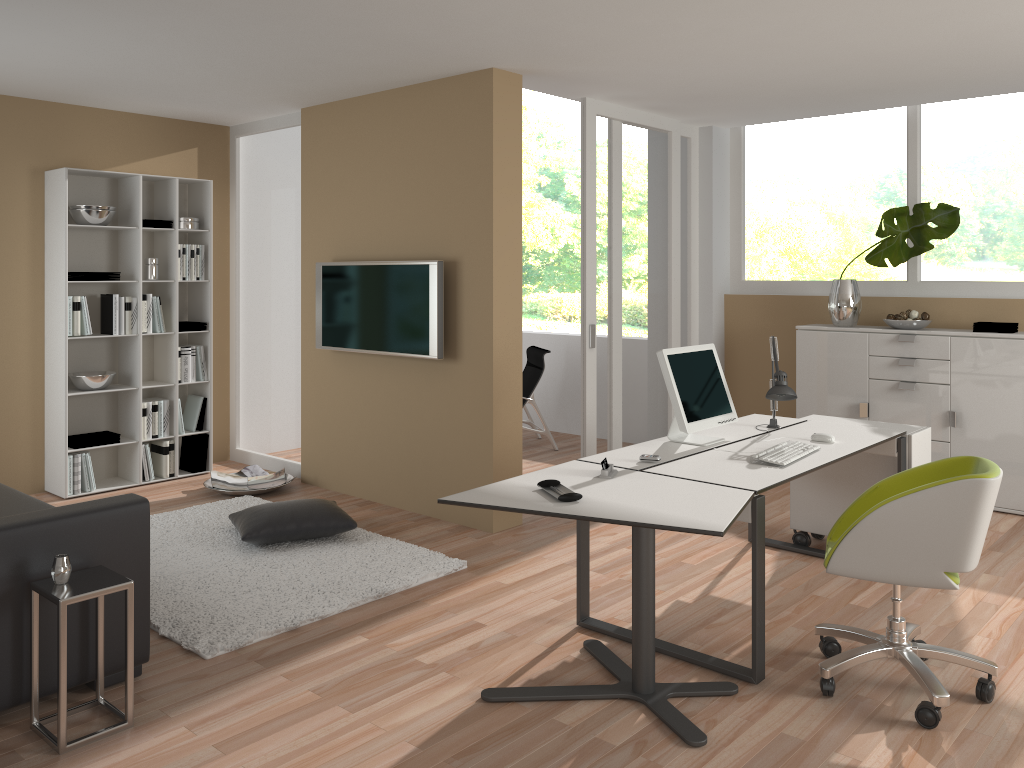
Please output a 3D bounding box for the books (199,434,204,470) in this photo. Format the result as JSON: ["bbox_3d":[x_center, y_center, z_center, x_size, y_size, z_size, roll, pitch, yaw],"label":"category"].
[{"bbox_3d":[-2.337,0.500,6.475,0.211,0.268,0.032,2,2,42],"label":"books"}]

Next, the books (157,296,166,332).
[{"bbox_3d":[-2.547,-0.500,6.284,0.208,0.257,0.058,3,2,42],"label":"books"}]

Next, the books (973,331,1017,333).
[{"bbox_3d":[3.059,-0.331,5.571,0.223,0.007,0.158,6,9,41],"label":"books"}]

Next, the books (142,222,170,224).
[{"bbox_3d":[-2.594,-1.137,6.256,0.298,0.006,0.211,5,9,38],"label":"books"}]

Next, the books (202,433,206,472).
[{"bbox_3d":[-2.321,0.496,6.490,0.217,0.272,0.032,2,2,42],"label":"books"}]

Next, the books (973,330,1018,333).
[{"bbox_3d":[3.060,-0.336,5.571,0.223,0.006,0.158,6,9,41],"label":"books"}]

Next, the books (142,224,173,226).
[{"bbox_3d":[-2.592,-1.126,6.257,0.298,0.006,0.211,5,9,36],"label":"books"}]

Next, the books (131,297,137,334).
[{"bbox_3d":[-2.670,-0.477,6.118,0.208,0.251,0.040,3,2,42],"label":"books"}]

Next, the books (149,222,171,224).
[{"bbox_3d":[-2.591,-1.143,6.260,0.298,0.008,0.211,5,9,36],"label":"books"}]

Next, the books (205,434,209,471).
[{"bbox_3d":[-2.308,0.495,6.508,0.211,0.268,0.032,2,2,42],"label":"books"}]

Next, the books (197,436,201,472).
[{"bbox_3d":[-2.352,0.502,6.458,0.211,0.268,0.032,2,2,42],"label":"books"}]

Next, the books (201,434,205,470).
[{"bbox_3d":[-2.332,0.496,6.485,0.214,0.270,0.032,2,2,42],"label":"books"}]

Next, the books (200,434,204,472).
[{"bbox_3d":[-2.332,0.499,6.478,0.212,0.269,0.032,2,2,42],"label":"books"}]

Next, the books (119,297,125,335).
[{"bbox_3d":[-2.724,-0.472,6.055,0.208,0.258,0.040,2,2,42],"label":"books"}]

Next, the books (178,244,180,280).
[{"bbox_3d":[-2.450,-0.876,6.345,0.208,0.258,0.020,2,2,42],"label":"books"}]

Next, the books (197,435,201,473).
[{"bbox_3d":[-2.348,0.501,6.462,0.211,0.268,0.032,2,2,42],"label":"books"}]

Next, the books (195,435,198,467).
[{"bbox_3d":[-2.365,0.501,6.448,0.214,0.270,0.032,2,2,42],"label":"books"}]

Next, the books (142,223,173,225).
[{"bbox_3d":[-2.592,-1.131,6.257,0.298,0.006,0.211,5,9,36],"label":"books"}]

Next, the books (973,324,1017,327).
[{"bbox_3d":[3.062,-0.375,5.572,0.223,0.008,0.158,6,9,41],"label":"books"}]

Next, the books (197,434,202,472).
[{"bbox_3d":[-2.345,0.498,6.466,0.219,0.274,0.032,2,2,42],"label":"books"}]

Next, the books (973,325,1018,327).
[{"bbox_3d":[3.062,-0.370,5.572,0.223,0.008,0.158,6,9,41],"label":"books"}]

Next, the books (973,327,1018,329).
[{"bbox_3d":[3.061,-0.358,5.570,0.223,0.006,0.158,6,9,41],"label":"books"}]

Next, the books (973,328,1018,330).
[{"bbox_3d":[3.061,-0.353,5.570,0.223,0.006,0.158,6,9,41],"label":"books"}]

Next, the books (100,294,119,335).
[{"bbox_3d":[-2.752,-0.477,6.024,0.208,0.275,0.040,2,2,42],"label":"books"}]

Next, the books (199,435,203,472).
[{"bbox_3d":[-2.341,0.500,6.471,0.211,0.268,0.032,2,2,42],"label":"books"}]

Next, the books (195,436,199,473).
[{"bbox_3d":[-2.362,0.501,6.452,0.214,0.270,0.032,2,2,42],"label":"books"}]

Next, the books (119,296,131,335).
[{"bbox_3d":[-2.692,-0.476,6.082,0.208,0.258,0.040,2,2,42],"label":"books"}]

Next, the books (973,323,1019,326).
[{"bbox_3d":[3.061,-0.380,5.568,0.223,0.007,0.158,6,9,41],"label":"books"}]

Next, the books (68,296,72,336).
[{"bbox_3d":[-2.952,-0.450,5.795,0.208,0.258,0.040,3,2,42],"label":"books"}]

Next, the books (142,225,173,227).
[{"bbox_3d":[-2.595,-1.121,6.259,0.298,0.007,0.211,5,9,35],"label":"books"}]

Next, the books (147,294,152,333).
[{"bbox_3d":[-2.602,-0.499,6.210,0.208,0.275,0.040,2,2,42],"label":"books"}]

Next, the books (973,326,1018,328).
[{"bbox_3d":[3.059,-0.364,5.570,0.223,0.006,0.158,7,10,43],"label":"books"}]

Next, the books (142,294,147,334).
[{"bbox_3d":[-2.632,-0.493,6.174,0.208,0.272,0.053,2,2,42],"label":"books"}]

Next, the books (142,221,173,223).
[{"bbox_3d":[-2.591,-1.148,6.260,0.298,0.008,0.211,5,9,36],"label":"books"}]

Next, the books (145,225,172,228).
[{"bbox_3d":[-2.593,-1.115,6.258,0.298,0.006,0.211,5,9,36],"label":"books"}]

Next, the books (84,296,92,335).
[{"bbox_3d":[-2.879,-0.462,5.889,0.208,0.257,0.058,3,2,42],"label":"books"}]

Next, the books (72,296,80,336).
[{"bbox_3d":[-2.917,-0.454,5.826,0.208,0.258,0.040,2,2,42],"label":"books"}]

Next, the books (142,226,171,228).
[{"bbox_3d":[-2.593,-1.109,6.258,0.298,0.006,0.211,5,9,36],"label":"books"}]

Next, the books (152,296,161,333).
[{"bbox_3d":[-2.567,-0.495,6.244,0.208,0.259,0.060,2,2,42],"label":"books"}]

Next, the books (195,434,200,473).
[{"bbox_3d":[-2.354,0.500,6.453,0.217,0.272,0.032,2,2,42],"label":"books"}]

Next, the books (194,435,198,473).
[{"bbox_3d":[-2.365,0.504,6.441,0.212,0.269,0.032,2,2,42],"label":"books"}]

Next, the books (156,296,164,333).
[{"bbox_3d":[-2.546,-0.495,6.261,0.208,0.257,0.058,3,2,42],"label":"books"}]

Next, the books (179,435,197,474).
[{"bbox_3d":[-2.370,0.504,6.438,0.211,0.268,0.032,2,2,42],"label":"books"}]

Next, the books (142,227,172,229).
[{"bbox_3d":[-2.595,-1.104,6.257,0.298,0.007,0.211,5,9,36],"label":"books"}]

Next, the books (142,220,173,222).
[{"bbox_3d":[-2.591,-1.153,6.255,0.298,0.007,0.211,5,9,36],"label":"books"}]

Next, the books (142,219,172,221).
[{"bbox_3d":[-2.590,-1.159,6.255,0.298,0.006,0.211,5,9,36],"label":"books"}]

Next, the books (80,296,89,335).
[{"bbox_3d":[-2.886,-0.458,5.864,0.208,0.259,0.060,3,2,42],"label":"books"}]

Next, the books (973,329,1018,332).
[{"bbox_3d":[3.060,-0.341,5.571,0.223,0.006,0.158,6,9,41],"label":"books"}]

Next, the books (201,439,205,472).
[{"bbox_3d":[-2.329,0.496,6.489,0.214,0.270,0.032,2,2,42],"label":"books"}]

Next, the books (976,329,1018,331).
[{"bbox_3d":[3.059,-0.348,5.572,0.223,0.007,0.158,6,9,40],"label":"books"}]

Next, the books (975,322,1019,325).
[{"bbox_3d":[3.063,-0.385,5.569,0.223,0.006,0.158,6,9,41],"label":"books"}]
